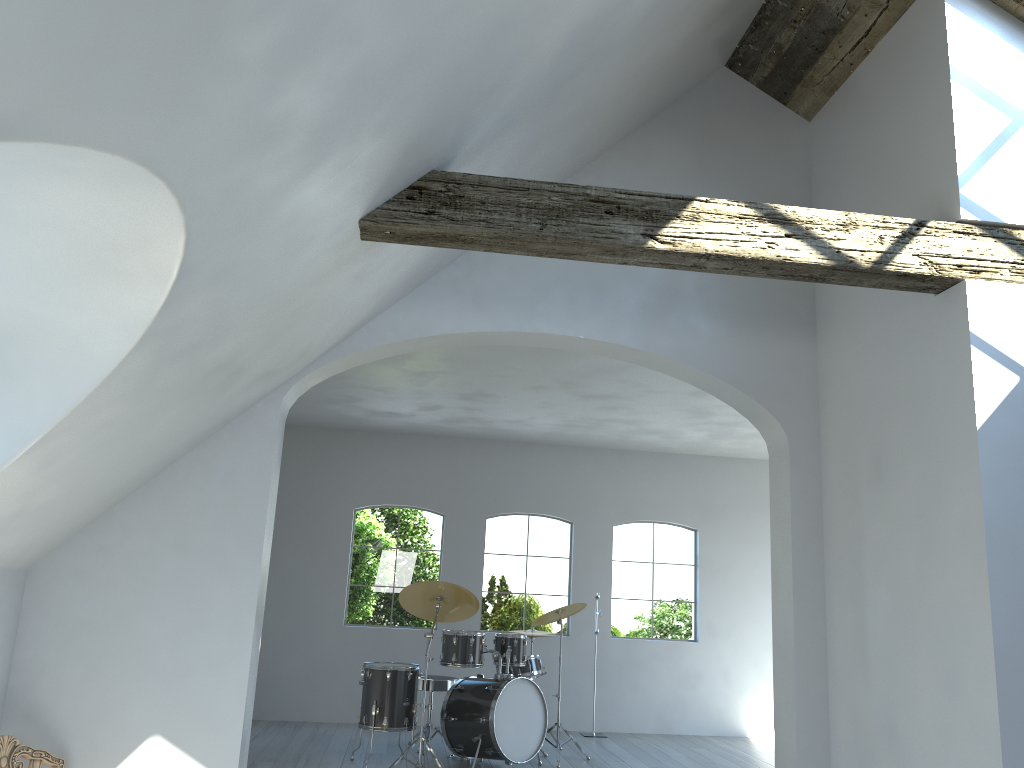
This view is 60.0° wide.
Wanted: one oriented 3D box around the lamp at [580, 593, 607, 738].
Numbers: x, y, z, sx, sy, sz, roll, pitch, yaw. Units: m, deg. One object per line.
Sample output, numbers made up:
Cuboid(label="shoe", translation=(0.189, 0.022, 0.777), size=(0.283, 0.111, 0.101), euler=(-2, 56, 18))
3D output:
Cuboid(label="lamp", translation=(0.841, 2.815, 8.955), size=(0.232, 1.383, 0.238), euler=(4, -14, -6))

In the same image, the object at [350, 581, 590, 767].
Cuboid(label="object", translation=(-0.414, 2.346, 7.263), size=(1.465, 1.383, 2.354), euler=(-8, -17, 37))

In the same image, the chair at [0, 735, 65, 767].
Cuboid(label="chair", translation=(-1.787, 1.971, 3.351), size=(0.655, 1.159, 0.552), euler=(-2, -14, 18))
